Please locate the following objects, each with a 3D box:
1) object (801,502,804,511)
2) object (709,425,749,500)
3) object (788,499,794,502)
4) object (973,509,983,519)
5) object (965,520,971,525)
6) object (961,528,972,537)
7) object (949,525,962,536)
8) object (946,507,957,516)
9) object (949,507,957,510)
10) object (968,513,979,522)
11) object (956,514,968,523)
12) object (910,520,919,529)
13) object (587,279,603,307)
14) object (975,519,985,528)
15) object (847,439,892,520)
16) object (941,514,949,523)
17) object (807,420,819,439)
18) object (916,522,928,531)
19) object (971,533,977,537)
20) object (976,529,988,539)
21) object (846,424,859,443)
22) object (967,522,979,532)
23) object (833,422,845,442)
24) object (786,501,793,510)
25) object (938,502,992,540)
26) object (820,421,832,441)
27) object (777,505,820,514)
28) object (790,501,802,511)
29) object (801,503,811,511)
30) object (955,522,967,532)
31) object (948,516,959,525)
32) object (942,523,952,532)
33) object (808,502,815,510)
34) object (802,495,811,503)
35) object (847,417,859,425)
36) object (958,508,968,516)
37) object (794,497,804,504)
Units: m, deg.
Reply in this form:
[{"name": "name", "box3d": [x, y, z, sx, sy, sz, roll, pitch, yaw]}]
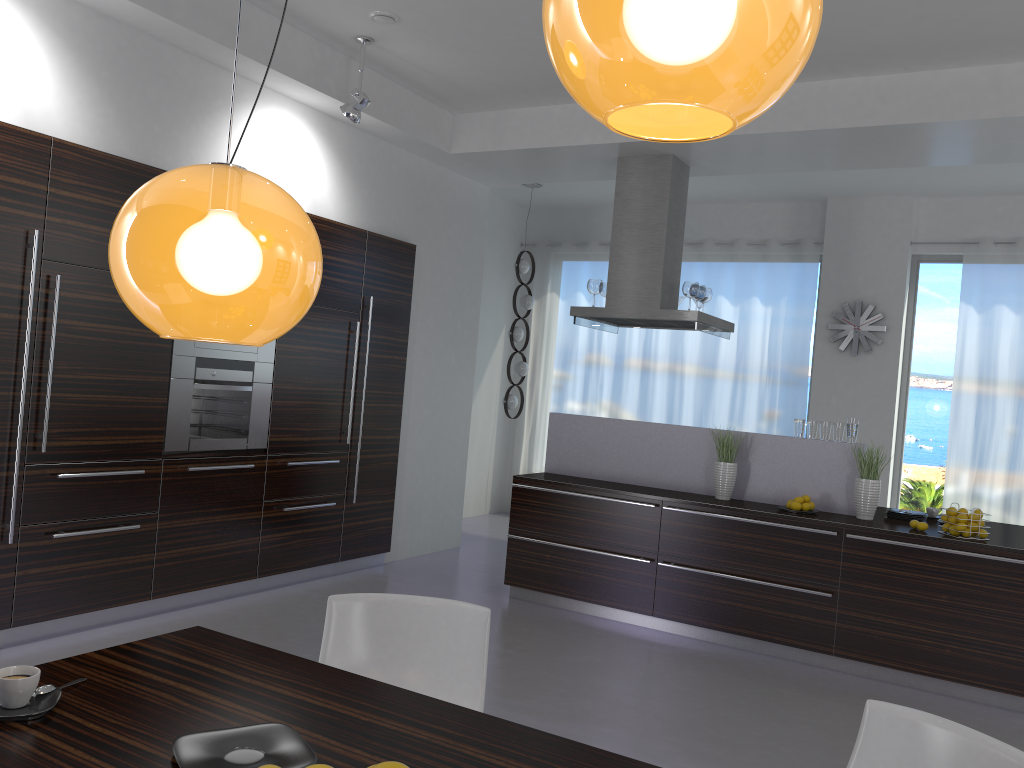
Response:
[{"name": "object", "box3d": [1.789, 0.753, 5.491, 0.057, 0.060, 0.071, 5, 0, 31]}, {"name": "object", "box3d": [1.378, 0.501, 5.769, 0.269, 0.502, 0.247, 5, 0, 30]}, {"name": "object", "box3d": [1.747, 0.748, 5.531, 0.052, 0.054, 0.061, 5, 0, -13]}, {"name": "object", "box3d": [2.605, 0.730, 4.957, 0.050, 0.060, 0.059, 5, 0, 29]}, {"name": "object", "box3d": [2.537, 0.785, 4.936, 0.051, 0.053, 0.062, 5, 0, 38]}, {"name": "object", "box3d": [2.516, 0.822, 4.907, 0.051, 0.053, 0.063, 5, 0, 38]}, {"name": "object", "box3d": [2.480, 0.818, 4.953, 0.074, 0.063, 0.064, 5, 0, -40]}, {"name": "object", "box3d": [2.474, 0.721, 4.990, 0.053, 0.051, 0.063, 5, 0, -13]}, {"name": "object", "box3d": [2.497, 0.726, 5.037, 0.052, 0.060, 0.057, 5, 0, 18]}, {"name": "object", "box3d": [2.555, 0.739, 4.912, 0.051, 0.053, 0.063, 5, 0, 43]}, {"name": "object", "box3d": [2.496, 0.746, 4.920, 0.061, 0.052, 0.053, 5, 0, 43]}, {"name": "object", "box3d": [2.323, 0.810, 5.111, 0.053, 0.051, 0.063, 5, 0, -1]}, {"name": "object", "box3d": [0.622, -0.675, 6.688, 0.125, 0.221, 0.125, 5, 0, -35]}, {"name": "object", "box3d": [2.600, 0.779, 4.937, 0.061, 0.054, 0.053, 5, 0, -14]}, {"name": "object", "box3d": [2.159, 0.569, 5.348, 0.269, 0.502, 0.247, 5, 0, -17]}, {"name": "object", "box3d": [2.466, 0.763, 5.031, 0.053, 0.051, 0.063, 5, 0, -1]}, {"name": "object", "box3d": [1.927, 0.293, 5.695, 0.071, 0.119, 0.072, 5, 0, -20]}, {"name": "object", "box3d": [2.335, 0.811, 5.048, 0.063, 0.051, 0.053, 5, 0, 34]}, {"name": "object", "box3d": [2.573, 0.829, 4.964, 0.061, 0.055, 0.050, 5, 0, -15]}, {"name": "object", "box3d": [2.602, 0.830, 4.912, 0.062, 0.052, 0.053, 5, 0, -21]}, {"name": "object", "box3d": [2.136, 0.311, 5.574, 0.071, 0.119, 0.072, 5, 0, -20]}, {"name": "object", "box3d": [2.548, 0.789, 4.907, 0.061, 0.055, 0.051, 5, 0, 9]}, {"name": "object", "box3d": [2.067, 0.305, 5.614, 0.071, 0.119, 0.072, 5, 0, -20]}, {"name": "object", "box3d": [1.726, 0.750, 5.479, 0.063, 0.051, 0.053, 5, 0, 34]}, {"name": "object", "box3d": [2.538, 0.766, 4.973, 0.189, 0.174, 0.207, 5, 0, -5]}, {"name": "object", "box3d": [1.997, 0.299, 5.654, 0.071, 0.119, 0.072, 5, 0, -20]}, {"name": "object", "box3d": [1.761, 0.777, 5.464, 0.232, 0.020, 0.232, 5, 0, 38]}, {"name": "object", "box3d": [1.735, 0.747, 5.420, 0.070, 0.058, 0.060, 5, 0, 29]}, {"name": "object", "box3d": [1.798, 0.753, 5.433, 0.061, 0.054, 0.052, 5, 0, 7]}, {"name": "object", "box3d": [2.479, 0.791, 4.897, 0.061, 0.054, 0.052, 5, 0, 7]}, {"name": "object", "box3d": [2.479, 0.766, 4.971, 0.062, 0.053, 0.052, 5, 0, 2]}, {"name": "object", "box3d": [2.464, 0.810, 5.012, 0.060, 0.057, 0.052, 5, 0, 32]}, {"name": "object", "box3d": [1.840, 0.752, 5.473, 0.063, 0.053, 0.051, 5, 0, -20]}, {"name": "object", "box3d": [1.815, 0.710, 5.478, 0.053, 0.048, 0.063, 5, 0, -4]}, {"name": "object", "box3d": [2.140, 0.272, 5.574, 0.071, 0.119, 0.072, 5, 0, -20]}, {"name": "object", "box3d": [2.532, 0.722, 4.978, 0.051, 0.053, 0.063, 5, 0, 31]}, {"name": "object", "box3d": [1.766, 0.716, 5.458, 0.061, 0.047, 0.053, 5, 0, 33]}]
